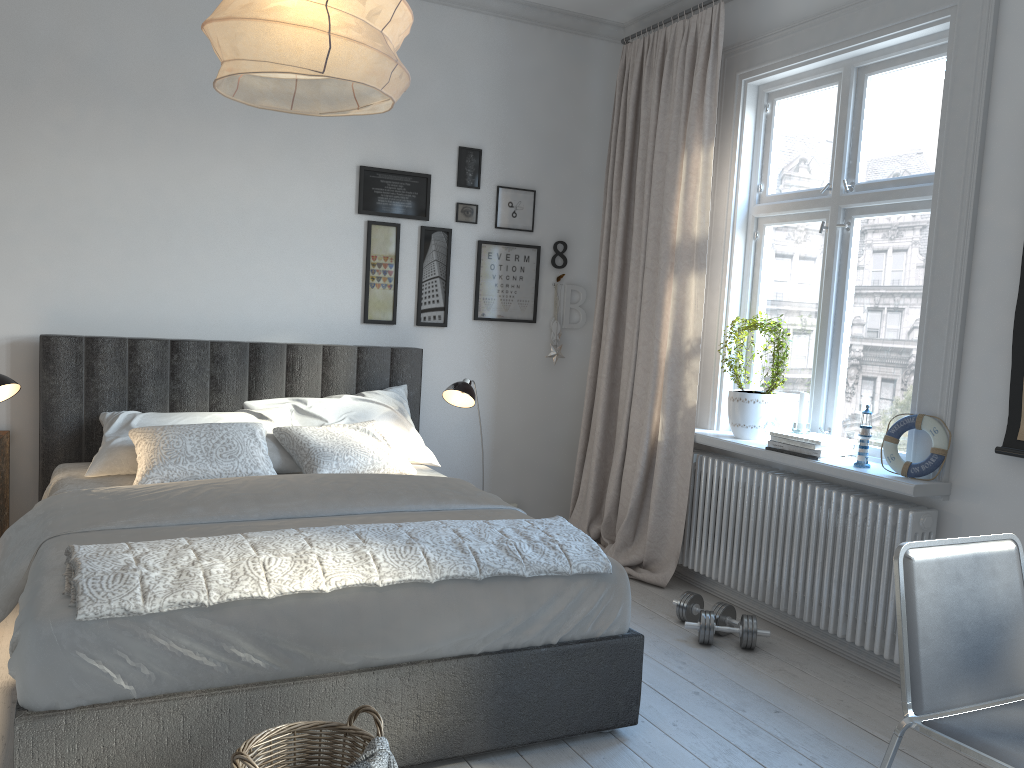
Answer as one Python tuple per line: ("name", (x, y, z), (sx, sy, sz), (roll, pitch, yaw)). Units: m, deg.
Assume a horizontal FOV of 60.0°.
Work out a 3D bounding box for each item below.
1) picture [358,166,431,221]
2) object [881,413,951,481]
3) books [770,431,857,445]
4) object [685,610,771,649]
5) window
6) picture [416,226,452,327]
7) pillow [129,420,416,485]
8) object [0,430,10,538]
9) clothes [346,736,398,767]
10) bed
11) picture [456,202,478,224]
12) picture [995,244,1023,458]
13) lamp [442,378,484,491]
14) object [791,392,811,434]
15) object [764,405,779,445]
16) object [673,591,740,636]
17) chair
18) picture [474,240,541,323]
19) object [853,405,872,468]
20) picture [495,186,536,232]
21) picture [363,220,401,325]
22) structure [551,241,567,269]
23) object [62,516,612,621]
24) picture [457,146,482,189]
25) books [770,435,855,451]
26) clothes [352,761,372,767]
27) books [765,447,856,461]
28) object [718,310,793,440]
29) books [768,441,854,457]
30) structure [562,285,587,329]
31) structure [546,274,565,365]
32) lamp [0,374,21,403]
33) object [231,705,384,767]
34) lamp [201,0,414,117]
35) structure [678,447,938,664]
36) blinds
("picture", (-0.580, -0.943, 4.398), (0.366, 0.232, 0.020), (1, 6, -26))
("object", (1.419, 0.219, 3.125), (0.079, 0.228, 0.235), (-1, 7, -41))
("books", (1.210, 0.217, 3.570), (0.203, 0.015, 0.268), (1, 5, -29))
("object", (0.845, 0.964, 3.483), (0.328, 0.129, 0.129), (4, 5, 8))
("window", (1.393, -1.006, 7.296), (11.967, 7.022, 7.965), (1, 6, -26))
("picture", (-0.398, -0.547, 4.537), (0.165, 0.505, 0.020), (1, 6, -26))
("pillow", (-0.937, 0.275, 3.586), (1.146, 0.226, 0.415), (0, 6, -33))
("object", (-2.377, 0.509, 3.659), (0.528, 0.631, 0.082), (1, 6, -26))
("clothes", (-0.401, 0.918, 1.891), (0.283, 0.289, 0.234), (4, 5, 13))
("bed", (-0.784, 0.427, 3.200), (1.888, 1.048, 2.172), (1, 5, -26))
("picture", (-0.232, -0.881, 4.580), (0.119, 0.098, 0.010), (1, 6, -26))
("picture", (1.791, -0.389, 2.468), (0.057, 1.315, 0.791), (1, 6, -26))
("lamp", (-0.116, 0.427, 4.404), (0.800, 0.938, 0.449), (-2, 7, -44))
("object", (1.188, 0.116, 3.628), (0.074, 0.173, 0.074), (5, 6, 19))
("object", (1.113, 0.178, 3.793), (0.059, 0.165, 0.196), (6, 6, 24))
("object", (0.802, 0.947, 3.666), (0.129, 0.129, 0.328), (-1, 7, -41))
("chair", (1.116, 0.772, 1.848), (0.562, 0.799, 0.524), (1, 6, -26))
("picture", (-0.024, -0.540, 4.722), (0.365, 0.416, 0.021), (1, 6, -26))
("object", (1.315, 0.193, 3.304), (0.060, 0.235, 0.059), (5, 6, 16))
("picture", (0.019, -0.926, 4.697), (0.225, 0.221, 0.010), (1, 6, -26))
("picture", (-0.647, -0.551, 4.415), (0.165, 0.505, 0.020), (1, 6, -26))
("structure", (0.260, -0.704, 4.836), (0.096, 0.151, 0.014), (1, 6, -26))
("object", (-0.420, 0.471, 2.441), (1.460, 0.104, 0.404), (1, 5, -26))
("picture", (-0.218, -1.111, 4.558), (0.128, 0.202, 0.011), (1, 6, -26))
("books", (1.207, 0.235, 3.576), (0.207, 0.022, 0.253), (1, 5, -25))
("clothes", (-0.411, 0.907, 1.843), (0.246, 0.270, 0.297), (1, 6, -25))
("books", (1.201, 0.277, 3.574), (0.219, 0.013, 0.272), (1, 5, -30))
("object", (1.080, -0.042, 3.949), (0.384, 0.575, 0.216), (8, 8, 44))
("books", (1.208, 0.258, 3.589), (0.207, 0.025, 0.262), (0, 6, -33))
("structure", (0.351, -0.427, 4.919), (0.146, 0.239, 0.024), (1, 6, -26))
("structure", (0.241, -0.359, 4.845), (0.134, 0.515, 0.078), (-1, 7, -38))
("lamp", (-2.256, 0.389, 3.346), (0.826, 0.938, 0.449), (2, 5, -9))
("object", (-0.436, 0.906, 1.896), (0.319, 0.351, 0.319), (4, 5, 5))
("lamp", (-0.304, -1.091, 1.413), (0.338, 1.233, 0.340), (4, 6, 5))
("structure", (1.137, 0.641, 3.733), (0.195, 0.548, 1.503), (1, 5, -26))
("blinds", (0.605, -0.387, 4.295), (0.225, 2.652, 0.829), (1, 6, -26))
